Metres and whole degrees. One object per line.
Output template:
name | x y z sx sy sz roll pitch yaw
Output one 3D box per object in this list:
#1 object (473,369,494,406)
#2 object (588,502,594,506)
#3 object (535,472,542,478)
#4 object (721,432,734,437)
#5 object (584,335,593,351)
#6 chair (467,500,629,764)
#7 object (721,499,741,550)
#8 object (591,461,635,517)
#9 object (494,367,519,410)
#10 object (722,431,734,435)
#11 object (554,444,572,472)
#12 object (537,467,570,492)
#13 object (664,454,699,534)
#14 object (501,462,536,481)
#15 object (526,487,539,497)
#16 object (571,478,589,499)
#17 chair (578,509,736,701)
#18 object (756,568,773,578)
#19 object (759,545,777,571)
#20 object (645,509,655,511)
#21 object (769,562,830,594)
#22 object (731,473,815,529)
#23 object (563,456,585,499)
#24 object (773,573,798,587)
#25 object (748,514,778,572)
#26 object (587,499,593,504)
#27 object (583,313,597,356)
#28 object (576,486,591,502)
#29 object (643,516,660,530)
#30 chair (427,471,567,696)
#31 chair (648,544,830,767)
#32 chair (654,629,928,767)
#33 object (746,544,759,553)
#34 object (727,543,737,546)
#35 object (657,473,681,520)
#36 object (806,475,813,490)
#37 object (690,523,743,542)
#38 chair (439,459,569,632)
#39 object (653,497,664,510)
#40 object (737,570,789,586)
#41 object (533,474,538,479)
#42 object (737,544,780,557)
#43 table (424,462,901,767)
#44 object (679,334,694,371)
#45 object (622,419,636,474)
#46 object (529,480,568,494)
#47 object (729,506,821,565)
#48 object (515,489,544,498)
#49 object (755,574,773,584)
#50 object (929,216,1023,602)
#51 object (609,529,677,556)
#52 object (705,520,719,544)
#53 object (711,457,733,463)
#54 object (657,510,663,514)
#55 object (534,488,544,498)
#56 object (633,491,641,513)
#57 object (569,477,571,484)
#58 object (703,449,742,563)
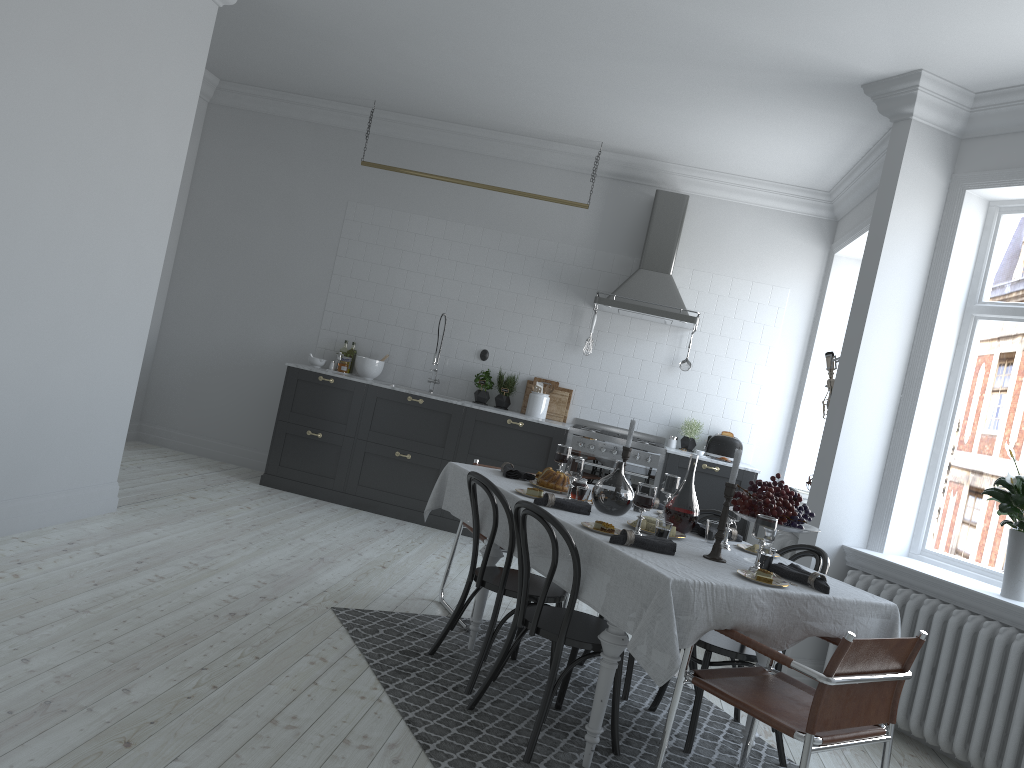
object | -0.249 0.018 7.594 0.172 0.311 0.179 13 1 19
object | 0.359 0.561 4.176 0.075 0.009 0.150 13 1 43
object | 0.157 0.490 4.752 0.038 0.041 0.057 13 1 41
object | 1.758 0.448 7.264 0.107 0.110 0.010 13 1 12
object | 0.675 -0.445 7.512 0.066 0.332 0.024 13 1 13
chair | 0.197 0.939 3.504 0.564 0.909 0.463 12 1 -34
object | 0.913 0.588 3.731 0.083 0.215 0.083 13 1 3
object | 0.463 0.468 3.990 0.194 0.245 0.194 12 1 -9
object | -0.057 0.032 7.554 0.196 0.367 0.186 12 1 -37
object | 1.776 0.447 7.340 0.107 0.110 0.010 13 1 12
object | 0.252 0.426 4.618 0.083 0.215 0.083 13 1 12
object | 0.204 0.477 4.418 0.191 0.105 0.164 13 1 27
object | 0.768 0.482 3.910 0.152 0.352 0.152 12 1 -32
object | -0.019 0.446 4.588 0.165 0.061 0.247 12 1 -43
object | 0.094 0.490 4.024 0.057 0.037 0.021 12 1 -2
object | 0.324 0.504 4.273 0.091 0.101 0.091 12 1 -37
chair | 0.740 1.044 4.385 0.564 0.909 0.463 12 1 -29
object | 0.905 0.684 3.181 0.057 0.037 0.021 13 1 29
object | 0.960 0.664 3.358 0.066 0.094 0.066 12 1 -4
object | 0.702 0.631 4.443 0.131 0.012 0.031 12 1 -40
object | 1.107 0.717 3.307 0.165 0.061 0.247 12 1 -43
object | 1.053 0.465 3.516 0.347 0.215 0.318 12 1 -30
object | 0.274 0.441 4.047 0.083 0.215 0.083 13 1 12
object | 1.002 0.718 3.255 0.031 0.012 0.131 12 1 -30
object | 0.926 0.598 3.292 0.083 0.215 0.083 13 1 12
object | 0.349 0.545 4.160 0.031 0.031 0.167 13 1 43
object | 0.668 -0.422 7.480 0.074 0.381 0.076 12 1 -12
object | 0.313 0.511 3.967 0.066 0.094 0.066 12 1 -4
object | 0.587 0.596 3.775 0.100 0.056 0.056 13 1 25
chair | -0.018 0.882 4.030 0.564 0.909 0.463 12 1 -29
chair | 1.004 1.111 3.874 0.564 0.909 0.463 12 1 -14
chair | 0.929 1.146 3.018 0.546 0.837 0.593 12 1 -37
object | 1.041 0.703 3.808 0.039 0.040 0.078 12 1 -18
object | 0.946 0.695 3.857 0.131 0.012 0.031 12 1 -40
object | 0.745 0.542 4.242 0.083 0.215 0.083 13 1 12
object | 2.188 0.717 6.362 0.147 0.148 0.147 12 1 -1
object | 0.913 0.662 4.003 0.247 0.061 0.165 12 1 -43
chair | 0.002 0.908 4.914 0.546 0.837 0.593 12 1 -21
object | 0.653 0.595 4.555 0.247 0.061 0.165 12 1 -43
object | 0.890 0.694 3.151 0.182 0.013 0.182 13 1 18
object | 0.180 0.510 4.740 0.182 0.013 0.182 13 1 8
object | 1.058 0.720 3.811 0.182 0.013 0.182 13 1 8
table | 0.451 1.017 3.963 1.210 0.842 2.179 12 1 -25
object | 1.471 -0.268 7.393 0.101 0.331 0.030 13 1 18
object | 0.534 0.382 4.231 0.089 0.432 0.089 13 1 30
object | 0.205 0.520 4.424 0.251 0.018 0.251 13 1 8
object | 1.020 0.627 3.530 0.367 0.188 0.367 12 1 -41
object | 0.103 0.505 4.032 0.182 0.013 0.182 13 1 23
object | 0.892 0.691 3.140 0.057 0.021 0.037 13 1 8
object | -9.077 -2.958 4.182 72.085 19.432 33.873 12 1 -27
object | 0.498 0.583 3.272 0.247 0.061 0.165 12 1 -43
object | 0.855 0.634 3.788 0.066 0.094 0.066 13 1 19
object | 1.673 0.606 7.044 0.209 0.011 0.209 12 1 -44
object | 0.803 0.654 4.374 0.182 0.013 0.182 13 1 8
object | 0.115 0.495 4.050 0.057 0.037 0.021 13 1 26
object | 0.616 0.573 4.286 0.066 0.094 0.066 12 1 -4
object | 0.316 0.502 4.562 0.066 0.094 0.066 12 1 -4
object | 0.820 0.460 3.384 0.089 0.432 0.089 13 1 30
